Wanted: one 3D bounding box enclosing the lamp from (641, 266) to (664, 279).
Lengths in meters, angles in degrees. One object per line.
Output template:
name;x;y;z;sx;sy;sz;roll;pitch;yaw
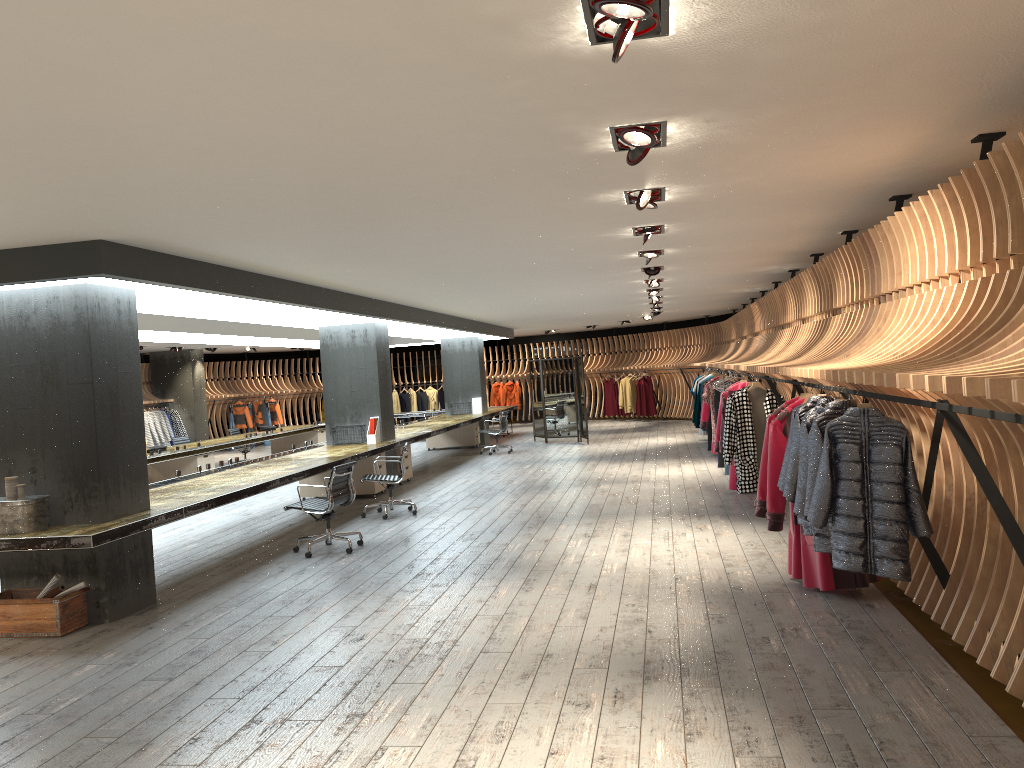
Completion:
lamp;1.692;-1.426;10.692;0.269;0.291;0.493;-4;1;10

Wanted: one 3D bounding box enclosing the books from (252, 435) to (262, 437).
books;-4.908;0.993;17.043;0.155;0.025;0.110;-4;1;5

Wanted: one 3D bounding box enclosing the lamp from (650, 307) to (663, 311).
lamp;3.021;-1.626;18.555;0.269;0.294;0.493;-4;1;10

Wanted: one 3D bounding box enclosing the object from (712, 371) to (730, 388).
object;3.203;-0.068;12.995;0.549;0.250;0.023;-4;0;11

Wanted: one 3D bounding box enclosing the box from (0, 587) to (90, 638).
box;-3.488;1.673;6.481;0.664;0.282;0.342;-4;0;10

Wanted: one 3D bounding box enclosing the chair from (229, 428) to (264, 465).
chair;-5.670;1.359;18.958;0.667;0.859;0.693;-4;0;-4

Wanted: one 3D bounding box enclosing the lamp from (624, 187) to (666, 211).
lamp;0.895;-1.303;5.975;0.269;0.294;0.493;-4;1;10

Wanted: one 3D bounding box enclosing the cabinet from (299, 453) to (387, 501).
cabinet;-2.466;1.336;12.940;1.131;0.630;0.593;-4;0;10

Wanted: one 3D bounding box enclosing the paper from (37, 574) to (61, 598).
paper;-3.433;1.585;6.382;0.572;0.460;0.043;-4;0;27

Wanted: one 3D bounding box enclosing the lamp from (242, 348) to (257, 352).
lamp;-7.052;-1.004;23.955;0.269;0.296;0.493;-4;1;29

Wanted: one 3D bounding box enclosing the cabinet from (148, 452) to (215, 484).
cabinet;-5.688;1.529;15.026;1.131;0.630;0.593;-4;0;10

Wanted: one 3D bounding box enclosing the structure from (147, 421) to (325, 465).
structure;-5.513;1.404;15.496;1.162;0.844;10.454;-4;1;10

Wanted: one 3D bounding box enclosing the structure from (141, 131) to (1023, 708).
structure;-3.835;0.485;10.859;14.879;2.440;36.563;-4;1;10

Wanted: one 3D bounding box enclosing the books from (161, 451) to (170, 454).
books;-5.446;1.074;13.870;0.155;0.025;0.110;-4;1;5

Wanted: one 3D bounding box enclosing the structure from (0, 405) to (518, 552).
structure;-3.742;1.288;14.979;4.835;0.844;18.480;-4;1;10

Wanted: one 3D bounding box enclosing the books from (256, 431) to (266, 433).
books;-5.136;0.998;18.277;0.213;0.026;0.366;-4;1;10

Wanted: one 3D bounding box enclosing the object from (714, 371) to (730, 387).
object;3.219;-0.074;13.090;0.023;0.243;0.549;-4;0;-44

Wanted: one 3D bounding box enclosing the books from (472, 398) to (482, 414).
books;-0.811;0.506;20.524;0.215;0.368;0.073;-4;0;10

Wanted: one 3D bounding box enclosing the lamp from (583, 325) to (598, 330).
lamp;2.214;-1.655;24.656;0.269;0.294;0.492;-4;1;-35

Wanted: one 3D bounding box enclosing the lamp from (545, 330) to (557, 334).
lamp;1.118;-1.596;25.800;0.492;0.292;0.269;-3;1;42

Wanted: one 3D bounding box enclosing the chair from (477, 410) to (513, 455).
chair;-0.361;1.001;18.251;0.667;0.859;0.693;-4;0;6

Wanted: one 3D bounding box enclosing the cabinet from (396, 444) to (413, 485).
cabinet;-2.240;1.302;14.274;1.131;0.630;0.593;-4;0;10

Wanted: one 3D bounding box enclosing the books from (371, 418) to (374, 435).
books;-2.037;0.690;13.127;0.048;0.368;0.215;-4;0;10

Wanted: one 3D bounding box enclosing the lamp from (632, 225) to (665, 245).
lamp;1.161;-1.343;7.547;0.269;0.295;0.493;-4;1;10

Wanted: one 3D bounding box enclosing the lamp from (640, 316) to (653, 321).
lamp;3.340;-1.695;21.720;0.269;0.287;0.492;-4;1;-10

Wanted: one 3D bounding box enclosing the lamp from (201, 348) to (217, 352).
lamp;-7.624;-0.945;22.477;0.269;0.292;0.493;-4;1;16

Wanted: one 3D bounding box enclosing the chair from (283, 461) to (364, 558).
chair;-1.891;1.238;8.874;0.667;0.859;0.693;-4;0;6

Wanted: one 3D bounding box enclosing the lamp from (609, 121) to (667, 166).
lamp;0.630;-1.259;4.402;0.269;0.302;0.493;-4;1;10

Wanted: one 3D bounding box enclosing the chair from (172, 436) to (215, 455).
chair;-6.029;1.414;16.776;0.667;0.859;0.693;-4;0;6

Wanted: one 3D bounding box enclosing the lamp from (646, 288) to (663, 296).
lamp;2.224;-1.504;13.837;0.269;0.296;0.493;-4;1;10

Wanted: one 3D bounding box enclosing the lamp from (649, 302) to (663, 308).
lamp;2.755;-1.589;16.983;0.269;0.286;0.493;-4;1;10

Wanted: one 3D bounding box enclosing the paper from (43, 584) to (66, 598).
paper;-3.465;1.615;6.424;0.723;0.365;0.047;-4;0;29

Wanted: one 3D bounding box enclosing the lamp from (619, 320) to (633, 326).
lamp;2.973;-1.689;23.264;0.269;0.292;0.492;-4;1;-23

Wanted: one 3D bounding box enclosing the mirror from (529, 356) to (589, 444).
mirror;1.055;0.363;19.790;0.443;1.892;2.110;-4;0;-39

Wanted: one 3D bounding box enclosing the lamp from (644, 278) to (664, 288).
lamp;1.958;-1.469;12.265;0.269;0.284;0.493;-4;1;10

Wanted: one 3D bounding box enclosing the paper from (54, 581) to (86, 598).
paper;-3.419;1.611;6.440;0.624;0.290;0.041;-4;0;-9

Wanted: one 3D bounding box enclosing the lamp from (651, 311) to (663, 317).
lamp;3.283;-1.667;20.128;0.269;0.291;0.493;-4;1;5

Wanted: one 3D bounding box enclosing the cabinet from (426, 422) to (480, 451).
cabinet;-1.352;1.157;20.265;1.131;0.630;0.593;-4;0;10

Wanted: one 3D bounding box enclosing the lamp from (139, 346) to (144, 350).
lamp;-8.214;-0.864;19.345;0.269;0.286;0.493;-4;1;10

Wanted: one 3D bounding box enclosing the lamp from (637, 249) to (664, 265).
lamp;1.426;-1.384;9.120;0.269;0.294;0.493;-4;1;10

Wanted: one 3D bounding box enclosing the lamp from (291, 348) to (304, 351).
lamp;-6.108;-1.088;25.229;0.269;0.293;0.493;-4;1;42

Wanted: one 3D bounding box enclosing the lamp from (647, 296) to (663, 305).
lamp;2.489;-1.542;15.410;0.269;0.301;0.493;-4;1;10

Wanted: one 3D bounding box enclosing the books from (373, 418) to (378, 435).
books;-2.016;0.689;13.124;0.048;0.368;0.215;-4;0;10

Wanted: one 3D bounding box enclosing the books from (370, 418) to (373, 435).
books;-2.059;0.692;13.131;0.048;0.368;0.215;-4;0;10

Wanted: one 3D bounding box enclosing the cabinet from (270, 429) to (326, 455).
cabinet;-4.824;1.398;20.160;1.131;0.630;0.593;-4;0;10

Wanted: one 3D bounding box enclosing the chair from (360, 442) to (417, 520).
chair;-1.552;1.186;10.924;0.668;0.859;0.693;-4;0;-14

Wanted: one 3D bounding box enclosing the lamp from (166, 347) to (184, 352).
lamp;-7.948;-0.901;20.918;0.269;0.292;0.493;-4;1;10

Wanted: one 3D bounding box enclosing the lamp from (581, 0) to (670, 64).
lamp;0.364;-1.221;2.830;0.269;0.298;0.493;-4;1;10
